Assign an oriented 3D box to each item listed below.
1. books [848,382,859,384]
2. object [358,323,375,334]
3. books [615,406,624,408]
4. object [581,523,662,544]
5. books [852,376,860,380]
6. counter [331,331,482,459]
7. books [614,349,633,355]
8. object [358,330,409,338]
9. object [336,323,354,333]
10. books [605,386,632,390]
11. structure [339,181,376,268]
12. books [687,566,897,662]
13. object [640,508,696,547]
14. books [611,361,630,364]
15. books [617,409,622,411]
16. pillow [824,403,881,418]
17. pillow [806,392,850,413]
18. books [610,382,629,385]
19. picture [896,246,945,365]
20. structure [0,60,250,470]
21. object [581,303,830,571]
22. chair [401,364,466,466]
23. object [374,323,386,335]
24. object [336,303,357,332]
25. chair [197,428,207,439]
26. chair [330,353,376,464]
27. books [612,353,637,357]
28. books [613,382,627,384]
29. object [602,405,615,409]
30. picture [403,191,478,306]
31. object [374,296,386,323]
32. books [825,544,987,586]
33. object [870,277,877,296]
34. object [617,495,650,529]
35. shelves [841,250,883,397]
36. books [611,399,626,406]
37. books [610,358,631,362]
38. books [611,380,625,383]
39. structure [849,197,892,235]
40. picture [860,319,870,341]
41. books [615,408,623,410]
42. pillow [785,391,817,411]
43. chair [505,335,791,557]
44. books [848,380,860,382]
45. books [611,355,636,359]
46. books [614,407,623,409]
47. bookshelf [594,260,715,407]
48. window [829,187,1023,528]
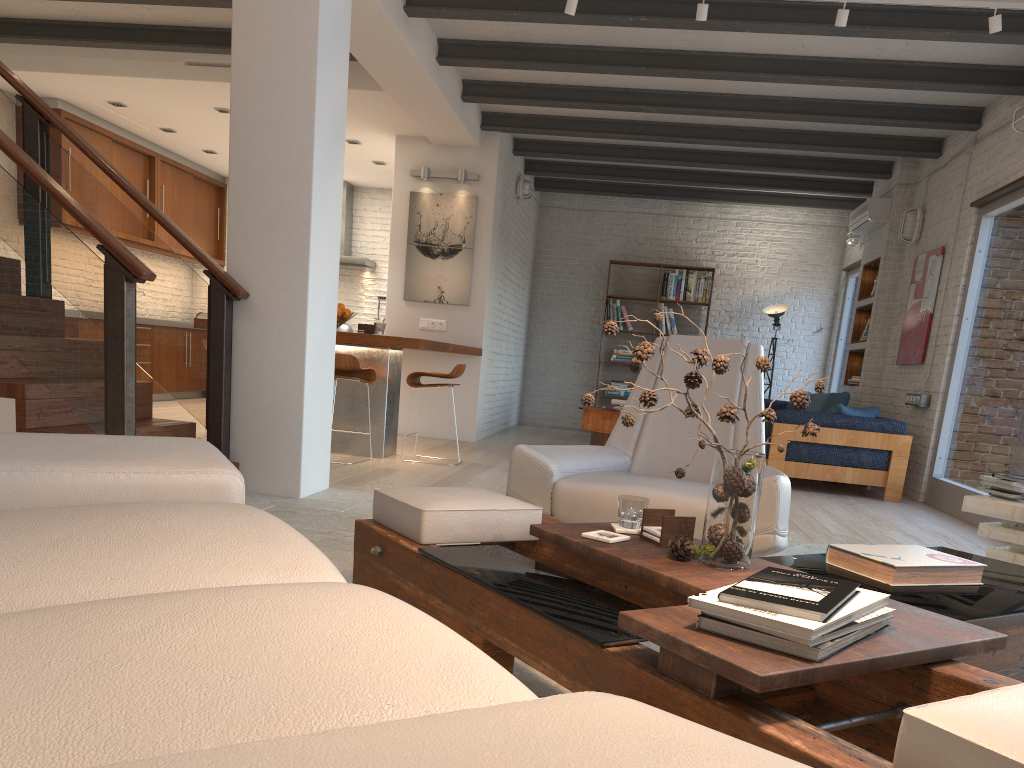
[{"bbox_3d":[3.594,-0.003,9.080,0.161,0.017,0.248,6,2,18],"label":"books"},{"bbox_3d":[-1.119,-0.419,6.717,0.094,0.084,0.112,1,7,-37],"label":"object"},{"bbox_3d":[1.168,0.234,8.368,0.253,0.011,0.311,5,2,-18],"label":"books"},{"bbox_3d":[0.303,0.396,2.364,0.272,0.035,0.243,5,2,-20],"label":"object"},{"bbox_3d":[3.607,-0.055,9.062,0.131,0.034,0.203,6,2,18],"label":"books"},{"bbox_3d":[-1.337,0.053,7.522,1.681,0.941,2.449,6,3,8],"label":"counter"},{"bbox_3d":[1.502,-0.410,11.372,0.325,0.057,0.250,6,2,10],"label":"books"},{"bbox_3d":[-1.000,-0.382,6.666,0.394,0.035,0.194,6,2,11],"label":"object"},{"bbox_3d":[-2.121,-0.747,11.026,0.259,0.282,0.259,9,8,29],"label":"object"},{"bbox_3d":[1.414,0.050,11.464,0.380,0.019,0.239,5,2,0],"label":"books"},{"bbox_3d":[-2.224,-2.028,10.962,0.983,1.019,0.445,6,10,7],"label":"structure"},{"bbox_3d":[0.533,0.416,1.620,0.246,0.076,0.399,7,3,40],"label":"books"},{"bbox_3d":[0.414,0.383,2.321,0.094,0.084,0.111,3,6,-20],"label":"object"},{"bbox_3d":[1.482,-0.277,11.396,0.355,0.021,0.267,5,2,7],"label":"books"},{"bbox_3d":[1.176,0.267,8.384,0.253,0.011,0.311,5,2,-13],"label":"books"},{"bbox_3d":[2.770,0.327,7.290,0.565,0.336,0.368,3,7,-32],"label":"pillow"},{"bbox_3d":[3.070,0.269,8.572,0.254,0.425,1.188,6,3,8],"label":"pillow"},{"bbox_3d":[1.416,-0.004,11.483,0.236,0.019,0.167,5,2,0],"label":"books"},{"bbox_3d":[3.558,-0.655,7.625,0.019,0.984,0.726,7,8,8],"label":"picture"},{"bbox_3d":[-1.636,-1.559,4.938,10.128,4.239,13.593,6,2,8],"label":"structure"},{"bbox_3d":[0.404,0.123,2.015,0.543,0.623,0.307,2,10,-21],"label":"object"},{"bbox_3d":[-0.582,0.219,6.791,0.422,0.795,0.393,6,10,7],"label":"chair"},{"bbox_3d":[-1.006,-0.419,6.626,0.090,0.087,0.089,8,7,22],"label":"object"},{"bbox_3d":[-1.384,-0.515,6.742,0.366,0.227,0.354,3,5,-27],"label":"object"},{"bbox_3d":[-2.262,0.058,6.996,0.422,0.795,0.393,6,10,7],"label":"chair"},{"bbox_3d":[-1.257,0.168,6.341,0.404,0.795,0.411,6,9,8],"label":"chair"},{"bbox_3d":[1.491,-0.372,11.383,0.355,0.021,0.267,5,2,6],"label":"books"},{"bbox_3d":[1.422,-0.017,11.473,0.242,0.008,0.153,5,2,7],"label":"books"},{"bbox_3d":[1.143,0.261,9.703,0.303,0.028,0.066,5,3,-15],"label":"object"},{"bbox_3d":[-0.695,-1.301,8.397,0.654,1.043,0.019,6,12,7],"label":"picture"},{"bbox_3d":[-1.453,-0.913,11.238,0.667,0.400,0.136,6,10,7],"label":"object"},{"bbox_3d":[1.087,0.499,2.417,0.327,0.058,0.249,5,2,-22],"label":"books"},{"bbox_3d":[3.714,-1.000,8.840,0.111,0.249,0.212,8,8,16],"label":"object"},{"bbox_3d":[0.334,0.359,2.435,0.091,0.087,0.089,1,8,-33],"label":"object"},{"bbox_3d":[3.688,-0.581,8.971,0.192,1.464,0.748,7,10,8],"label":"shelves"},{"bbox_3d":[1.168,0.218,8.444,0.316,0.112,0.271,7,4,40],"label":"books"},{"bbox_3d":[1.474,-0.307,11.385,0.379,0.037,0.239,5,2,3],"label":"books"},{"bbox_3d":[1.424,-0.029,11.457,0.251,0.017,0.159,5,2,7],"label":"books"},{"bbox_3d":[3.591,-1.681,8.779,0.199,0.224,0.799,6,2,8],"label":"structure"},{"bbox_3d":[3.704,-0.559,9.023,0.102,0.251,0.188,5,8,-1],"label":"picture"},{"bbox_3d":[1.177,0.256,8.397,0.253,0.011,0.311,5,2,-23],"label":"books"},{"bbox_3d":[3.274,0.278,9.887,0.243,0.407,1.085,6,3,7],"label":"pillow"},{"bbox_3d":[0.626,0.303,3.428,1.016,1.042,0.957,8,8,24],"label":"chair"},{"bbox_3d":[3.602,-0.029,9.061,0.170,0.019,0.232,6,2,10],"label":"books"},{"bbox_3d":[1.487,-0.343,11.369,0.379,0.037,0.239,5,2,1],"label":"books"},{"bbox_3d":[1.169,0.245,8.379,0.253,0.011,0.311,5,2,-23],"label":"books"},{"bbox_3d":[1.806,-0.402,11.312,1.315,2.261,0.354,6,11,7],"label":"bookshelf"},{"bbox_3d":[3.624,-2.189,4.585,0.646,6.546,12.096,7,4,8],"label":"window"}]
